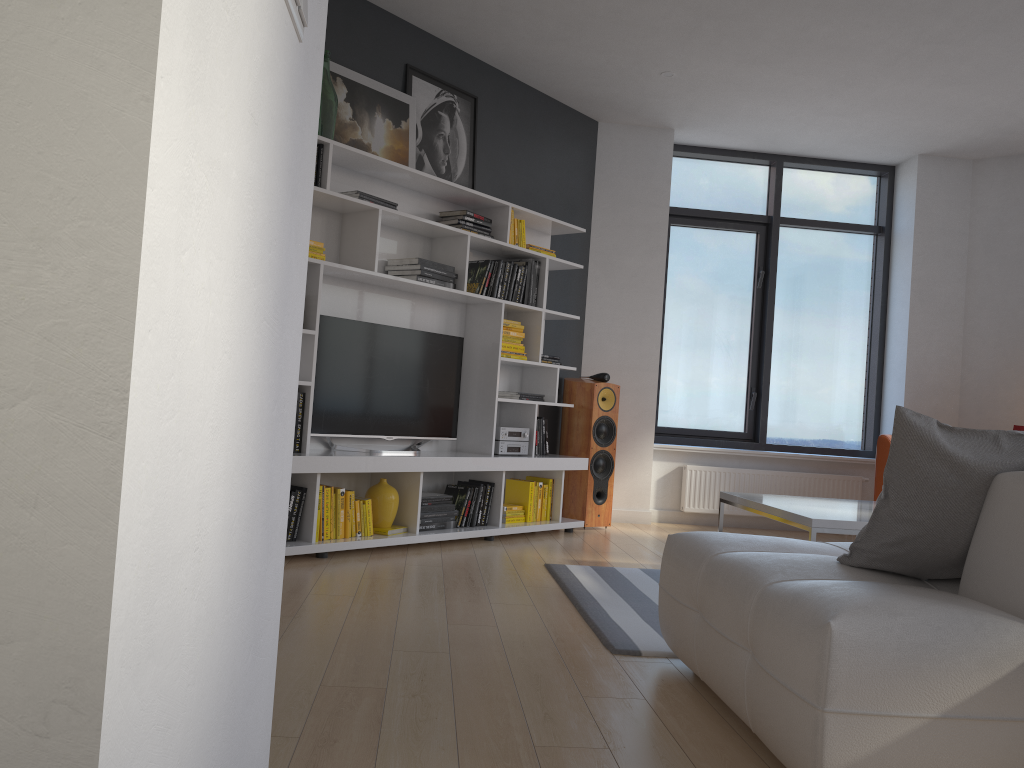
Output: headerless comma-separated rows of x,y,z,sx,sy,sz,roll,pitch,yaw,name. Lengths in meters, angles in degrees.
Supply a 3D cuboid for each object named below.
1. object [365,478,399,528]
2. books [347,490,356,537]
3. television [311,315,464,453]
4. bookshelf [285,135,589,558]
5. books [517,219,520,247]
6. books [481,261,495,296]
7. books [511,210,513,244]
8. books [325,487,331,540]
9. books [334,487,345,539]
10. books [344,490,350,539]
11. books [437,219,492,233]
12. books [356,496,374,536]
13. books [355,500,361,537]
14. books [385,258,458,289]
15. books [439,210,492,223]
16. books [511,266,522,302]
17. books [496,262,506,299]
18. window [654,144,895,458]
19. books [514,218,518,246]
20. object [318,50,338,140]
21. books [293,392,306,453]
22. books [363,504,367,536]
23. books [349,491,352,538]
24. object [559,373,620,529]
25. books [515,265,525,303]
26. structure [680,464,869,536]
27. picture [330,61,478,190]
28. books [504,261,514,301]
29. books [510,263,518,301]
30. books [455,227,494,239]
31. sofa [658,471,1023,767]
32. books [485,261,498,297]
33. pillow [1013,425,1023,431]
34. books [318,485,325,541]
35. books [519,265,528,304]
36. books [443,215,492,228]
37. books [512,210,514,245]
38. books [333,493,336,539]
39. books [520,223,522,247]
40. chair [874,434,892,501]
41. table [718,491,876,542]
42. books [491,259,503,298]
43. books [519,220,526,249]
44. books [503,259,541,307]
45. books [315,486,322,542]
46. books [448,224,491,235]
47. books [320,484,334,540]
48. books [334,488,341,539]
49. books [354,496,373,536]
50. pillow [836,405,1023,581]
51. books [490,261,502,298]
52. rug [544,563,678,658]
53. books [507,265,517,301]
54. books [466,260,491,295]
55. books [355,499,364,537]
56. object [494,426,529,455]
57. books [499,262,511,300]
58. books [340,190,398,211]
-0.701,0.637,4.767,0.185,0.257,0.185,4,-2,17,object
-0.875,0.660,4.572,0.172,0.235,0.056,3,-2,39,books
-0.682,0.029,4.994,0.207,0.704,1.102,3,-2,40,television
-0.580,-0.140,4.935,0.455,2.052,3.000,3,-2,40,bookshelf
-0.004,-0.946,5.605,0.128,0.178,0.044,3,-2,39,books
-0.213,-0.641,5.446,0.187,0.234,0.096,3,-2,40,books
-0.070,-0.976,5.556,0.163,0.224,0.041,3,-2,38,books
-0.986,0.636,4.429,0.198,0.258,0.066,3,-2,40,books
-0.923,0.646,4.500,0.185,0.252,0.055,3,-2,38,books
-0.888,0.655,4.511,0.169,0.240,0.043,3,-2,39,books
-0.298,-0.951,5.385,0.214,0.030,0.284,2,-2,43,books
-0.784,0.689,4.653,0.149,0.193,0.046,3,-2,41,books
-0.838,0.686,4.582,0.138,0.188,0.056,3,-2,40,books
-0.523,-0.626,5.120,0.277,0.137,0.343,3,-2,35,books
-0.282,-1.005,5.377,0.209,0.030,0.266,3,-2,33,books
-0.036,-0.629,5.634,0.179,0.243,0.071,3,-2,39,books
-0.134,-0.637,5.531,0.179,0.243,0.068,3,-2,38,books
2.082,-0.660,7.227,1.960,2.402,0.170,4,-2,-5,window
-0.022,-0.948,5.594,0.132,0.180,0.054,3,-2,40,books
-0.972,-1.462,4.555,0.157,0.507,0.157,5,-2,-37,object
-1.129,0.185,4.410,0.230,0.297,0.051,3,-2,40,books
-0.798,0.700,4.600,0.113,0.169,0.049,3,-2,39,books
-0.888,0.658,4.542,0.171,0.235,0.043,3,-2,38,books
0.503,0.461,6.281,0.290,1.088,0.434,5,-2,-35,object
-0.021,-0.630,5.671,0.191,0.249,0.084,3,-2,40,books
2.033,0.900,6.855,1.474,0.460,0.110,4,-2,-5,structure
-0.630,-1.517,5.124,0.076,0.707,1.279,3,-2,40,picture
-0.093,-0.642,5.590,0.197,0.260,0.066,3,-2,40,books
-0.063,-0.636,5.623,0.192,0.254,0.075,3,-2,39,books
-0.285,-0.899,5.368,0.214,0.030,0.284,2,-2,43,books
2.183,0.665,3.192,3.424,0.732,2.614,4,-2,-5,sofa
-0.183,-0.639,5.461,0.169,0.233,0.081,3,-2,39,books
2.366,0.410,2.392,2.250,0.449,0.575,4,-2,-8,pillow
-1.004,0.628,4.398,0.213,0.271,0.048,3,-2,40,books
0.000,-0.632,5.698,0.197,0.260,0.066,3,-2,40,books
-0.273,-0.977,5.372,0.180,0.026,0.246,2,-2,42,books
-0.057,-0.974,5.584,0.164,0.224,0.054,3,-2,39,books
-0.942,0.656,4.454,0.156,0.230,0.042,3,-2,38,books
0.016,-0.935,5.611,0.108,0.161,0.046,3,-2,39,books
3.000,0.745,6.114,0.896,0.858,0.843,3,-2,27,chair
1.633,0.788,4.005,1.091,0.435,1.091,4,-2,-5,table
-0.156,-0.646,5.514,0.192,0.254,0.075,3,-2,39,books
0.021,-0.946,5.639,0.141,0.184,0.064,3,-2,41,books
0.043,-0.652,5.791,0.259,0.321,0.128,3,-2,40,books
-1.013,0.626,4.355,0.204,0.270,0.029,3,-2,40,books
-0.286,-0.925,5.369,0.189,0.020,0.264,3,-2,38,books
-0.966,0.635,4.452,0.202,0.267,0.038,3,-2,40,books
-0.931,0.644,4.473,0.180,0.252,0.041,3,-2,40,books
-0.793,0.688,4.629,0.148,0.193,0.067,3,-2,41,books
2.242,0.381,2.714,2.953,0.453,0.647,5,-2,-18,pillow
-0.151,-0.639,5.480,0.172,0.242,0.069,3,-2,41,books
1.397,0.989,3.856,2.326,0.016,1.662,4,-2,-5,rug
-0.058,-0.629,5.588,0.172,0.242,0.069,3,-2,41,books
-0.231,-0.644,5.417,0.182,0.234,0.104,3,-2,40,books
-0.819,0.689,4.593,0.134,0.187,0.046,3,-2,39,books
-0.078,0.357,5.642,0.270,0.174,0.285,3,-2,40,object
-0.114,-0.639,5.563,0.191,0.249,0.084,3,-2,40,books
-0.802,-0.964,4.735,0.250,0.047,0.310,3,-2,35,books
